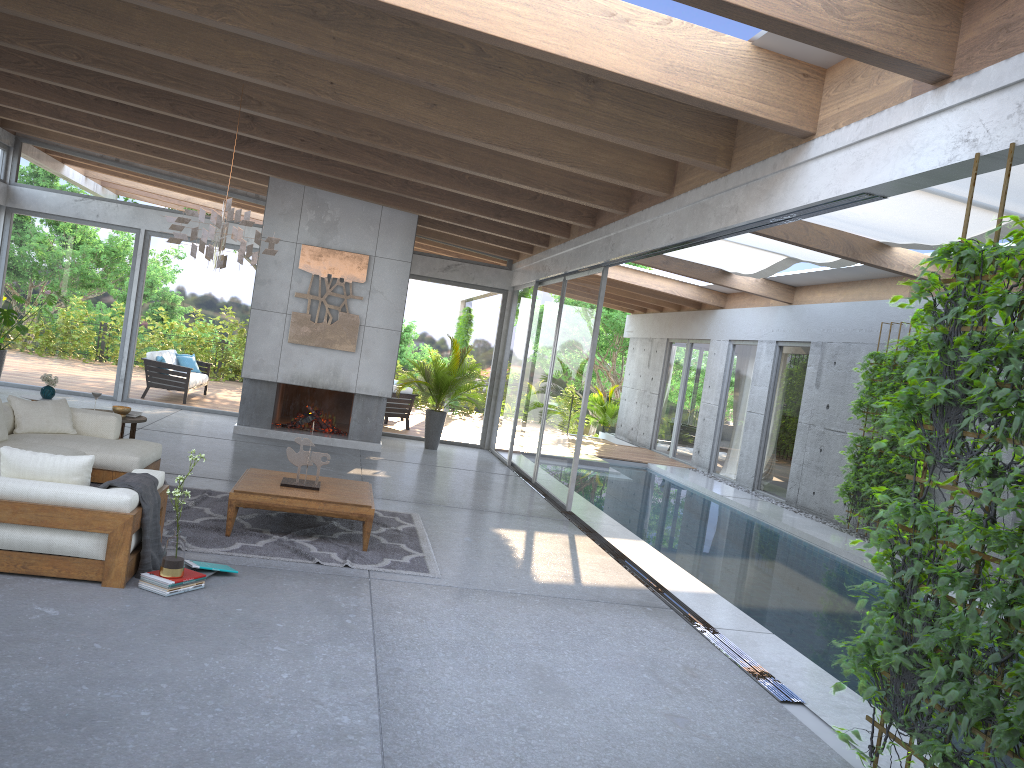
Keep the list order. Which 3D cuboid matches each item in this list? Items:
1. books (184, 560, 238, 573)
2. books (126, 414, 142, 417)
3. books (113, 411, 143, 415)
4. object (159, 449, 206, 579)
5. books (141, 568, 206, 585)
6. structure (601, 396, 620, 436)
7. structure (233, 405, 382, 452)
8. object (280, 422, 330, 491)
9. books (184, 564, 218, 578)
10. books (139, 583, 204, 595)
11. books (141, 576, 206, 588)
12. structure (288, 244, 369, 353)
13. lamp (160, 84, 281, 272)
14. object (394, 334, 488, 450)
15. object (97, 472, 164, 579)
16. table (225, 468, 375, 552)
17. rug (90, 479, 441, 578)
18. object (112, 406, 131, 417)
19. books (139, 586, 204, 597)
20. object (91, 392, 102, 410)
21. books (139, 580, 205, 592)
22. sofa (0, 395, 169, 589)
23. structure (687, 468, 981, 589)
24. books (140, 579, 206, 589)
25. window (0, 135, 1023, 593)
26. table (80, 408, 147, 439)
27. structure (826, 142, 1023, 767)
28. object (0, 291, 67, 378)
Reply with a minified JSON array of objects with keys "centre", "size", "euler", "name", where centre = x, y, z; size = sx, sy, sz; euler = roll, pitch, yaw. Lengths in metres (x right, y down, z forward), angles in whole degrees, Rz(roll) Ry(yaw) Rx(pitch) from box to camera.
[{"centre":[-1.872,1.130,5.497],"size":[0.288,0.074,0.219],"euler":[7,2,-35],"name":"books"},{"centre":[-3.882,0.300,8.953],"size":[0.220,0.015,0.303],"euler":[8,2,-11],"name":"books"},{"centre":[-3.872,0.288,8.952],"size":[0.205,0.012,0.290],"euler":[8,2,-5],"name":"books"},{"centre":[-1.883,0.725,5.001],"size":[0.171,0.750,0.238],"euler":[9,2,11],"name":"object"},{"centre":[-1.943,1.099,5.095],"size":[0.219,0.012,0.286],"euler":[9,2,24],"name":"books"},{"centre":[-6.956,-0.213,14.450],"size":[15.587,3.022,31.708],"euler":[10,2,30],"name":"structure"},{"centre":[-2.965,0.463,13.291],"size":[2.012,0.595,2.203],"euler":[8,2,-11],"name":"structure"},{"centre":[-1.611,0.544,7.030],"size":[0.346,0.518,0.379],"euler":[8,2,-11],"name":"object"},{"centre":[-1.938,1.141,5.385],"size":[0.219,0.012,0.286],"euler":[9,2,4],"name":"books"},{"centre":[-1.949,1.148,5.081],"size":[0.219,0.012,0.286],"euler":[9,2,24],"name":"books"},{"centre":[-1.942,1.112,5.091],"size":[0.219,0.012,0.286],"euler":[9,2,24],"name":"books"},{"centre":[-2.506,-1.165,12.135],"size":[0.919,1.351,0.041],"euler":[8,2,-11],"name":"structure"},{"centre":[-2.213,-1.550,6.671],"size":[0.862,1.400,0.636],"euler":[10,2,36],"name":"lamp"},{"centre":[-1.106,0.104,13.705],"size":[1.484,1.819,1.798],"euler":[9,2,-4],"name":"object"},{"centre":[-2.442,0.891,5.309],"size":[0.857,0.704,0.472],"euler":[8,2,-14],"name":"object"},{"centre":[-1.647,0.978,7.026],"size":[1.048,0.352,1.112],"euler":[8,2,-11],"name":"table"},{"centre":[-2.225,1.038,6.982],"size":[3.186,0.056,2.187],"euler":[8,2,-10],"name":"rug"},{"centre":[-3.839,0.273,8.714],"size":[0.173,0.097,0.173],"euler":[8,2,-31],"name":"object"},{"centre":[-1.952,1.160,5.087],"size":[0.219,0.012,0.286],"euler":[9,2,24],"name":"books"},{"centre":[-4.023,0.191,8.562],"size":[0.099,0.212,0.099],"euler":[9,2,20],"name":"object"},{"centre":[-1.949,1.136,5.086],"size":[0.219,0.012,0.286],"euler":[9,2,24],"name":"books"},{"centre":[-3.408,0.591,6.590],"size":[1.965,0.777,3.733],"euler":[8,2,-11],"name":"sofa"},{"centre":[4.676,2.022,10.080],"size":[0.477,0.068,13.673],"euler":[8,2,-11],"name":"structure"},{"centre":[-1.948,1.123,5.101],"size":[0.219,0.012,0.286],"euler":[9,2,24],"name":"books"},{"centre":[-1.440,-0.693,6.672],"size":[14.294,3.764,23.280],"euler":[8,2,-11],"name":"window"},{"centre":[-4.023,0.516,8.762],"size":[0.725,0.441,0.725],"euler":[10,2,41],"name":"table"},{"centre":[3.219,0.488,6.653],"size":[2.739,2.687,10.282],"euler":[9,2,6],"name":"structure"},{"centre":[-7.314,-0.679,12.545],"size":[1.416,1.540,1.731],"euler":[9,2,9],"name":"object"}]
